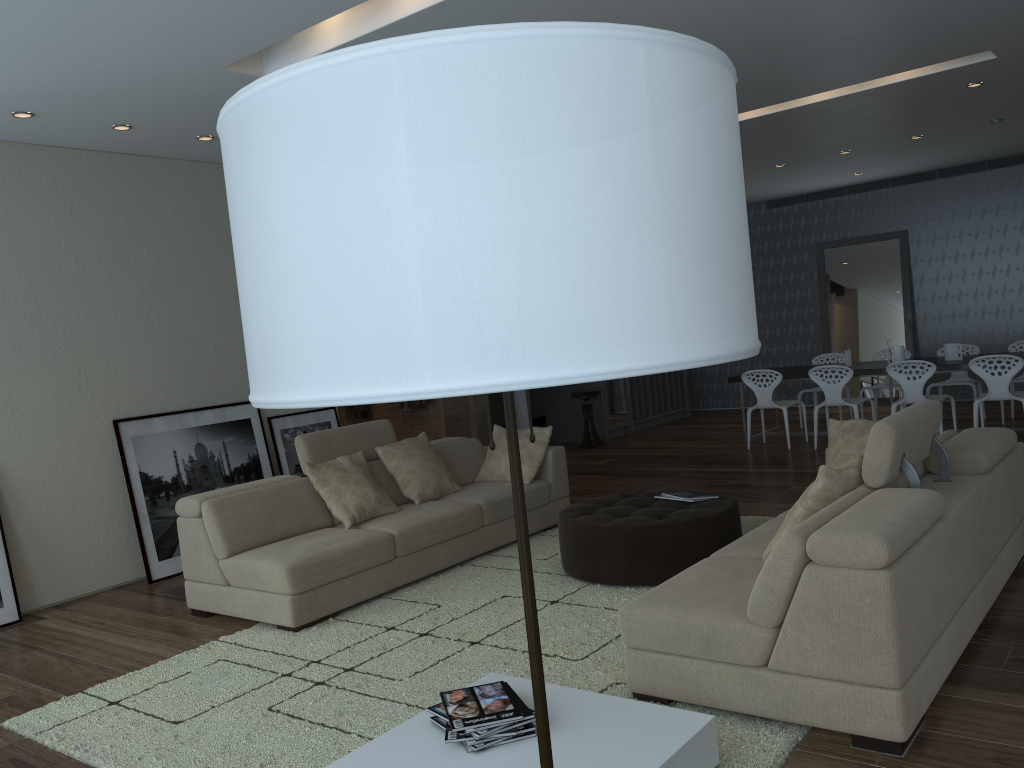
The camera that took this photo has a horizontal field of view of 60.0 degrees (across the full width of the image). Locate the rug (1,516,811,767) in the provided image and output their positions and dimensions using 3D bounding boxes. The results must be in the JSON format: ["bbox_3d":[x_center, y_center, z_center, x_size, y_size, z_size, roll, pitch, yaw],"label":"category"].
[{"bbox_3d":[0.302,1.150,4.505,2.972,0.020,4.231,-4,4,38],"label":"rug"}]

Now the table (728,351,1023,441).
[{"bbox_3d":[4.128,0.142,9.277,3.400,0.733,1.200,-4,4,38],"label":"table"}]

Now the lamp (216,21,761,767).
[{"bbox_3d":[0.043,0.481,1.280,0.698,1.728,0.698,-8,3,-28],"label":"lamp"}]

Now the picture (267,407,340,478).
[{"bbox_3d":[-1.624,0.716,7.348,0.195,0.988,0.700,-4,4,38],"label":"picture"}]

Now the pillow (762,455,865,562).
[{"bbox_3d":[1.309,0.498,3.709,0.368,0.416,0.519,-3,4,43],"label":"pillow"}]

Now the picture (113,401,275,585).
[{"bbox_3d":[-2.246,0.748,6.536,0.225,1.140,1.183,-4,4,38],"label":"picture"}]

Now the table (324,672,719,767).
[{"bbox_3d":[0.010,1.180,2.674,0.900,0.170,0.900,-4,4,38],"label":"table"}]

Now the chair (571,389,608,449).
[{"bbox_3d":[3.038,0.463,8.088,21.556,0.952,16.134,-4,4,38],"label":"chair"}]

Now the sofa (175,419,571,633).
[{"bbox_3d":[-0.764,0.725,5.828,1.021,0.950,2.581,-4,4,38],"label":"sofa"}]

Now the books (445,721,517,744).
[{"bbox_3d":[-0.099,1.063,2.834,0.220,0.010,0.300,-6,3,-2],"label":"books"}]

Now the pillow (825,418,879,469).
[{"bbox_3d":[1.980,0.376,4.935,0.518,0.393,0.395,-3,4,42],"label":"pillow"}]

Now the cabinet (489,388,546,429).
[{"bbox_3d":[-0.118,-0.786,13.802,0.827,2.980,7.409,-4,4,38],"label":"cabinet"}]

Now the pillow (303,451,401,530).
[{"bbox_3d":[-1.004,0.646,5.532,0.368,0.416,0.519,-4,4,34],"label":"pillow"}]

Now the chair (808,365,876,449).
[{"bbox_3d":[3.262,0.205,8.807,0.495,0.835,0.581,-4,4,38],"label":"chair"}]

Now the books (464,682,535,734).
[{"bbox_3d":[-0.078,1.031,2.840,0.220,0.010,0.300,-7,3,-17],"label":"books"}]

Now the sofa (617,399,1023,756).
[{"bbox_3d":[1.547,0.577,4.006,1.021,0.950,2.581,-4,4,38],"label":"sofa"}]

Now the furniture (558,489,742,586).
[{"bbox_3d":[0.803,0.874,5.201,1.057,0.355,1.057,-4,4,40],"label":"furniture"}]

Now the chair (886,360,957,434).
[{"bbox_3d":[3.835,0.169,8.344,0.495,0.835,0.581,-4,4,38],"label":"chair"}]

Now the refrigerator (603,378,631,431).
[{"bbox_3d":[1.328,0.182,11.401,0.075,0.774,0.578,-3,4,42],"label":"refrigerator"}]

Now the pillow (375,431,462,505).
[{"bbox_3d":[-0.633,0.571,6.029,0.301,0.439,0.534,-4,4,35],"label":"pillow"}]

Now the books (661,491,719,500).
[{"bbox_3d":[1.051,0.659,5.252,0.220,0.040,0.301,-7,3,-17],"label":"books"}]

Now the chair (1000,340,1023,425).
[{"bbox_3d":[5.370,-0.035,9.183,0.495,0.835,0.581,-4,4,38],"label":"chair"}]

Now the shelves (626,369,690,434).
[{"bbox_3d":[1.694,0.144,12.567,0.900,0.897,1.700,-4,4,38],"label":"shelves"}]

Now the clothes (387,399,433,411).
[{"bbox_3d":[-1.150,-0.075,9.673,0.700,0.735,0.173,-4,4,37],"label":"clothes"}]

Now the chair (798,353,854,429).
[{"bbox_3d":[3.718,0.071,10.486,0.495,0.835,0.581,-4,4,38],"label":"chair"}]

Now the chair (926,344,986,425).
[{"bbox_3d":[4.819,0.000,9.617,0.495,0.835,0.581,-4,4,38],"label":"chair"}]

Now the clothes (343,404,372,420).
[{"bbox_3d":[-1.846,-0.005,10.238,0.569,0.855,0.141,-4,4,39],"label":"clothes"}]

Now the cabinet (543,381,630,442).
[{"bbox_3d":[0.978,0.266,11.649,0.900,0.897,0.642,-4,4,38],"label":"cabinet"}]

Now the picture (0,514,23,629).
[{"bbox_3d":[-3.323,1.006,5.172,0.195,0.988,0.700,-4,4,38],"label":"picture"}]

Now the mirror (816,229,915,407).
[{"bbox_3d":[4.785,-0.853,12.016,1.200,2.294,0.240,-4,4,38],"label":"mirror"}]

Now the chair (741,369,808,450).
[{"bbox_3d":[2.715,0.240,9.244,0.495,0.835,0.581,-4,4,38],"label":"chair"}]

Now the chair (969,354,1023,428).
[{"bbox_3d":[4.392,0.132,7.929,0.495,0.835,0.581,-4,4,38],"label":"chair"}]

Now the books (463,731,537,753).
[{"bbox_3d":[-0.072,1.089,2.843,0.220,0.010,0.300,-7,3,-17],"label":"books"}]

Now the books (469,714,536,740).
[{"bbox_3d":[-0.076,1.051,2.841,0.220,0.010,0.300,-7,3,-27],"label":"books"}]

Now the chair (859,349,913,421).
[{"bbox_3d":[4.269,0.035,10.051,0.495,0.835,0.581,-4,4,38],"label":"chair"}]

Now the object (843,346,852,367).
[{"bbox_3d":[3.605,-0.303,9.543,0.076,0.233,0.161,-5,3,20],"label":"object"}]

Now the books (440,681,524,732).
[{"bbox_3d":[-0.103,1.025,2.832,0.220,0.010,0.300,-7,3,-12],"label":"books"}]

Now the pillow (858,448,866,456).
[{"bbox_3d":[1.700,0.422,4.190,0.301,0.439,0.534,-3,4,42],"label":"pillow"}]

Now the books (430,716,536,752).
[{"bbox_3d":[-0.097,1.083,2.835,0.220,0.010,0.300,-8,3,-32],"label":"books"}]

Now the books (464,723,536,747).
[{"bbox_3d":[-0.074,1.070,2.842,0.220,0.010,0.300,-7,3,-17],"label":"books"}]

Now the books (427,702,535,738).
[{"bbox_3d":[-0.101,1.044,2.833,0.220,0.010,0.300,-8,4,-37],"label":"books"}]

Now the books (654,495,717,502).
[{"bbox_3d":[1.027,0.669,5.244,0.219,0.031,0.300,-8,4,-37],"label":"books"}]

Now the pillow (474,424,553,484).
[{"bbox_3d":[0.021,0.501,6.480,0.518,0.393,0.395,-4,4,35],"label":"pillow"}]
